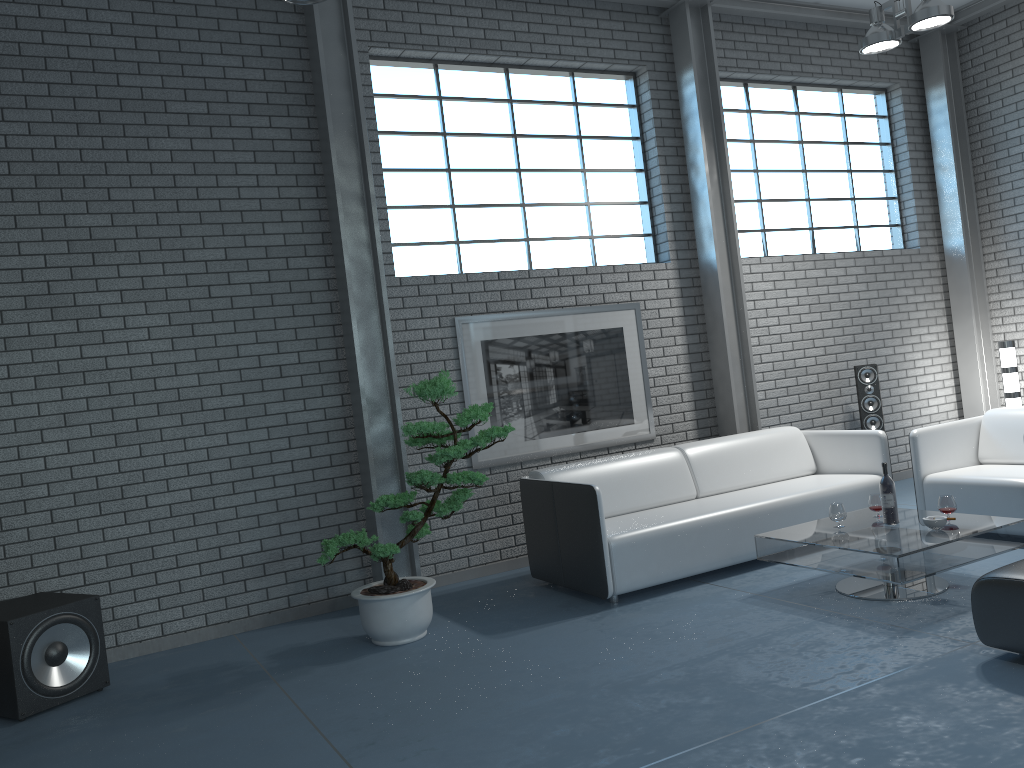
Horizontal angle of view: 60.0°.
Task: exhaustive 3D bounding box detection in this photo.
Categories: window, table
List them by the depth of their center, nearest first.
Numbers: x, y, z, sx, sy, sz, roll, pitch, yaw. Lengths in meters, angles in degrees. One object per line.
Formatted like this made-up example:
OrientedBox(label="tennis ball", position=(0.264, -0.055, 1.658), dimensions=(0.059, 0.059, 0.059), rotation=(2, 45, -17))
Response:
OrientedBox(label="table", position=(1.890, 0.870, 4.463), dimensions=(0.900, 0.300, 0.900), rotation=(-7, 0, -27))
OrientedBox(label="window", position=(0.046, -1.530, 6.361), dimensions=(2.200, 1.500, 0.100), rotation=(-7, 0, -27))
OrientedBox(label="window", position=(2.518, -1.834, 7.642), dimensions=(2.200, 1.500, 0.100), rotation=(-7, 0, -27))

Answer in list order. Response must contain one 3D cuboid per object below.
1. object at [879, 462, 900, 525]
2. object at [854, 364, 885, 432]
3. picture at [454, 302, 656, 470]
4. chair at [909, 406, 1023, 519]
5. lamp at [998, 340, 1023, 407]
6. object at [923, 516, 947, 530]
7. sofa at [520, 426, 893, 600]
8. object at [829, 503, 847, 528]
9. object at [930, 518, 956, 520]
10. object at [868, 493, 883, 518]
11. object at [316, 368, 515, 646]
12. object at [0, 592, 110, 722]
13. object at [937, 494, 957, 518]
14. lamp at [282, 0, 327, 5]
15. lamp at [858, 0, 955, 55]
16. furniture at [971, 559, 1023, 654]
OrientedBox(label="object", position=(1.918, 0.557, 4.524), dimensions=(0.079, 0.316, 0.079), rotation=(-7, 0, 6))
OrientedBox(label="object", position=(2.873, 0.369, 7.056), dimensions=(0.159, 1.045, 0.254), rotation=(-7, 0, 18))
OrientedBox(label="picture", position=(0.337, -0.016, 6.185), dimensions=(1.490, 1.015, 0.020), rotation=(-7, 0, -27))
OrientedBox(label="chair", position=(3.057, 0.499, 5.379), dimensions=(0.919, 0.661, 0.767), rotation=(-7, 0, -29))
OrientedBox(label="lamp", position=(3.989, 0.206, 7.043), dimensions=(0.140, 1.100, 0.098), rotation=(-7, 0, 25))
OrientedBox(label="object", position=(2.041, 0.673, 4.275), dimensions=(0.108, 0.056, 0.108), rotation=(-7, 0, -31))
OrientedBox(label="sofa", position=(1.244, 0.718, 5.571), dimensions=(2.238, 0.661, 0.919), rotation=(-7, 0, -27))
OrientedBox(label="object", position=(1.695, 0.682, 4.613), dimensions=(0.089, 0.120, 0.089), rotation=(-7, 0, 29))
OrientedBox(label="object", position=(2.063, 0.660, 4.240), dimensions=(0.024, 0.052, 0.128), rotation=(-7, 0, -34))
OrientedBox(label="object", position=(1.956, 0.650, 4.751), dimensions=(0.089, 0.120, 0.089), rotation=(-7, 0, 29))
OrientedBox(label="object", position=(-0.485, 0.623, 4.580), dimensions=(1.032, 1.362, 0.586), rotation=(-7, 0, 22))
OrientedBox(label="object", position=(-2.315, 1.298, 4.276), dimensions=(0.536, 0.464, 0.445), rotation=(-7, 0, 33))
OrientedBox(label="object", position=(2.196, 0.622, 4.474), dimensions=(0.089, 0.120, 0.089), rotation=(-7, 0, 29))
OrientedBox(label="lamp", position=(-0.911, -2.229, 3.890), dimensions=(0.300, 0.872, 0.639), rotation=(-7, 0, -27))
OrientedBox(label="lamp", position=(2.443, -2.640, 5.627), dimensions=(0.300, 0.872, 0.639), rotation=(-7, 0, -27))
OrientedBox(label="furniture", position=(2.453, 0.754, 3.363), dimensions=(1.291, 0.301, 0.685), rotation=(-7, 0, -27))
